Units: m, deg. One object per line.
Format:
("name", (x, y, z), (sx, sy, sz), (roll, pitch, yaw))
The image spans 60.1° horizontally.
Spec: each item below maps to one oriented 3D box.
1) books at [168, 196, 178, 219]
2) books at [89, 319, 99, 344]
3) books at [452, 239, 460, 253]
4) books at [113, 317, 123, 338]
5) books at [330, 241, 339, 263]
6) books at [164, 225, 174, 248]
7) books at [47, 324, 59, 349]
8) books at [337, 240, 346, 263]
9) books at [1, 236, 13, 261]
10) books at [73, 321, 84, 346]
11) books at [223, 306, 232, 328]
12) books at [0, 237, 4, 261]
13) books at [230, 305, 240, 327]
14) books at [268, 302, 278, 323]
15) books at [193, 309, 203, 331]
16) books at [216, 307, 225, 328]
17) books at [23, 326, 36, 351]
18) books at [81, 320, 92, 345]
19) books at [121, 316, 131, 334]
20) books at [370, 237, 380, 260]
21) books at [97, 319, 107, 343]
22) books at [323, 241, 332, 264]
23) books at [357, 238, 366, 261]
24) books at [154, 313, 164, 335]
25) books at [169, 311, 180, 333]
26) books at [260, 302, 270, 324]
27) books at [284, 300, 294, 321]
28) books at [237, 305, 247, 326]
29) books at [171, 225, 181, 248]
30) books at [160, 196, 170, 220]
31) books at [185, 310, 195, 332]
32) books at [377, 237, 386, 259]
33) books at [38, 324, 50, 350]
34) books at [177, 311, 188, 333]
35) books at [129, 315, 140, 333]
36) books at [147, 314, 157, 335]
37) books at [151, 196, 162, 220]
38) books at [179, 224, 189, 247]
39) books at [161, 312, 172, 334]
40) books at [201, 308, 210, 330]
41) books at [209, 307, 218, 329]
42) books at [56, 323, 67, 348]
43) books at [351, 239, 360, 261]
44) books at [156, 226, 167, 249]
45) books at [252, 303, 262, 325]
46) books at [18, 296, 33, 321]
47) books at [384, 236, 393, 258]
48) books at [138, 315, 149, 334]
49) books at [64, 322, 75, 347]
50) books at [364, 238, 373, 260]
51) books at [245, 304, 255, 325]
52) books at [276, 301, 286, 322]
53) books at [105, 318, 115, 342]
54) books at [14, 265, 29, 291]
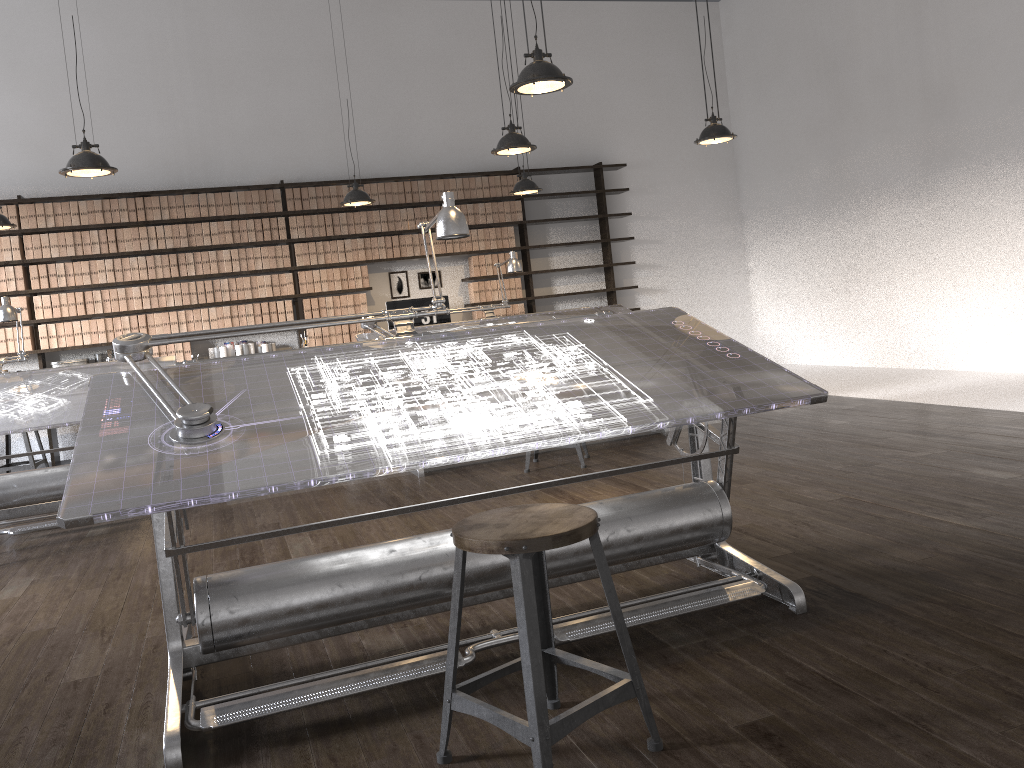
("books", (-3.240, -1.675, 8.462), (0.067, 0.225, 0.174), (-7, 3, -18))
("books", (-3.878, -0.485, 8.240), (0.067, 0.225, 0.174), (-7, 3, -18))
("books", (-0.615, -1.492, 9.344), (0.067, 0.225, 0.174), (-7, 3, -18))
("books", (-3.685, -0.512, 8.306), (0.067, 0.225, 0.174), (-7, 3, -18))
("books", (-1.803, -1.326, 8.944), (0.067, 0.225, 0.174), (-7, 3, -18))
("books", (-3.267, -1.392, 8.448), (0.067, 0.225, 0.174), (-7, 3, -18))
("books", (-4.202, -0.439, 8.128), (0.067, 0.225, 0.174), (-7, 3, -18))
("books", (-1.736, -1.335, 8.963), (0.067, 0.225, 0.174), (-7, 3, -18))
("books", (-4.550, -1.212, 8.014), (0.067, 0.225, 0.174), (-7, 3, -18))
("books", (-4.004, -0.467, 8.193), (0.067, 0.225, 0.174), (-7, 3, -18))
("books", (-2.765, -0.640, 8.611), (0.067, 0.225, 0.174), (-7, 3, -18))
("books", (-4.609, -1.204, 7.995), (0.067, 0.225, 0.174), (-7, 3, -18))
("books", (-2.703, -0.649, 8.638), (0.067, 0.225, 0.174), (-7, 3, -18))
("books", (-2.363, -0.697, 8.754), (0.067, 0.225, 0.174), (-7, 3, -18))
("books", (-3.023, -0.604, 8.529), (0.067, 0.225, 0.174), (-7, 3, -18))
("books", (-2.829, -0.632, 8.594), (0.067, 0.225, 0.174), (-7, 3, -18))
("books", (-4.395, -0.412, 8.061), (0.067, 0.225, 0.174), (-7, 3, -18))
("books", (-3.937, -0.476, 8.218), (0.067, 0.225, 0.174), (-7, 3, -18))
("books", (-3.617, -0.521, 8.325), (0.067, 0.225, 0.174), (-7, 3, -18))
("books", (-1.417, -1.380, 9.076), (0.067, 0.225, 0.174), (-7, 3, -18))
("books", (-3.814, -0.493, 8.256), (0.067, 0.225, 0.174), (-7, 3, -18))
("books", (-1.869, -1.317, 8.924), (0.067, 0.225, 0.174), (-7, 3, -18))
("books", (-1.545, -1.361, 9.026), (0.067, 0.225, 0.174), (-7, 3, -18))
("books", (-3.349, -0.559, 8.418), (0.067, 0.225, 0.174), (-7, 3, -18))
("books", (-3.220, -0.576, 8.457), (0.067, 0.225, 0.174), (-7, 3, -18))
("books", (-2.431, -0.687, 8.725), (0.067, 0.225, 0.174), (-7, 3, -18))
("books", (-2.217, -0.717, 8.800), (0.067, 0.225, 0.174), (-7, 3, -18))
("books", (-2.636, -0.659, 8.661), (0.067, 0.225, 0.174), (-7, 3, -18))
("books", (-3.208, -1.400, 8.469), (0.067, 0.225, 0.174), (-7, 3, -18))
("books", (-3.304, -1.666, 8.436), (0.067, 0.225, 0.174), (-7, 3, -18))
("books", (-3.089, -0.595, 8.509), (0.067, 0.225, 0.174), (-7, 3, -18))
("books", (-1.349, -1.389, 9.094), (0.067, 0.225, 0.174), (-7, 3, -18))
("books", (-4.269, -0.429, 8.102), (0.067, 0.225, 0.174), (-7, 3, -18))
("books", (-3.153, -0.586, 8.483), (0.067, 0.225, 0.174), (-7, 3, -18))
("books", (-3.552, -0.530, 8.352), (0.067, 0.225, 0.174), (-7, 3, -18))
("books", (-3.412, -0.550, 8.399), (0.067, 0.225, 0.174), (-7, 3, -18))
("books", (-3.371, -1.656, 8.410), (0.067, 0.225, 0.174), (-7, 3, -18))
("books", (-3.144, -1.409, 8.486), (0.067, 0.225, 0.174), (-7, 3, -18))
("books", (-3.288, -0.567, 8.434), (0.067, 0.225, 0.174), (-7, 3, -18))
("books", (-2.955, -0.614, 8.548), (0.067, 0.225, 0.174), (-7, 3, -18))
("books", (-2.888, -0.623, 8.573), (0.067, 0.225, 0.174), (-7, 3, -18))
("books", (-4.138, -0.449, 8.154), (0.067, 0.225, 0.174), (-7, 3, -18))
("books", (-1.609, -1.353, 9.009), (0.067, 0.225, 0.174), (-7, 3, -18))
("books", (-3.334, -1.382, 8.423), (0.067, 0.225, 0.174), (-7, 3, -18))
("books", (-2.503, -0.677, 8.707), (0.067, 0.225, 0.174), (-7, 3, -18))
("books", (-4.421, -0.681, 8.052), (0.067, 0.225, 0.174), (-7, 3, -18))
("books", (-1.283, -1.399, 9.121), (0.067, 0.225, 0.174), (-7, 3, -18))
("books", (-3.480, -0.540, 8.370), (0.067, 0.225, 0.174), (-7, 3, -18))
("books", (-4.072, -0.458, 8.174), (0.067, 0.225, 0.174), (-7, 3, -18))
("books", (-1.483, -1.371, 9.053), (0.067, 0.225, 0.174), (-7, 3, -18))
("books", (-2.568, -0.668, 8.680), (0.067, 0.225, 0.174), (-7, 3, -18))
("books", (-2.290, -0.707, 8.773), (0.067, 0.225, 0.174), (-7, 3, -18))
("books", (-3.752, -0.502, 8.283), (0.067, 0.225, 0.174), (-7, 3, -18))
("books", (-4.456, -0.956, 8.048), (0.067, 0.225, 0.174), (-7, 3, -18))
